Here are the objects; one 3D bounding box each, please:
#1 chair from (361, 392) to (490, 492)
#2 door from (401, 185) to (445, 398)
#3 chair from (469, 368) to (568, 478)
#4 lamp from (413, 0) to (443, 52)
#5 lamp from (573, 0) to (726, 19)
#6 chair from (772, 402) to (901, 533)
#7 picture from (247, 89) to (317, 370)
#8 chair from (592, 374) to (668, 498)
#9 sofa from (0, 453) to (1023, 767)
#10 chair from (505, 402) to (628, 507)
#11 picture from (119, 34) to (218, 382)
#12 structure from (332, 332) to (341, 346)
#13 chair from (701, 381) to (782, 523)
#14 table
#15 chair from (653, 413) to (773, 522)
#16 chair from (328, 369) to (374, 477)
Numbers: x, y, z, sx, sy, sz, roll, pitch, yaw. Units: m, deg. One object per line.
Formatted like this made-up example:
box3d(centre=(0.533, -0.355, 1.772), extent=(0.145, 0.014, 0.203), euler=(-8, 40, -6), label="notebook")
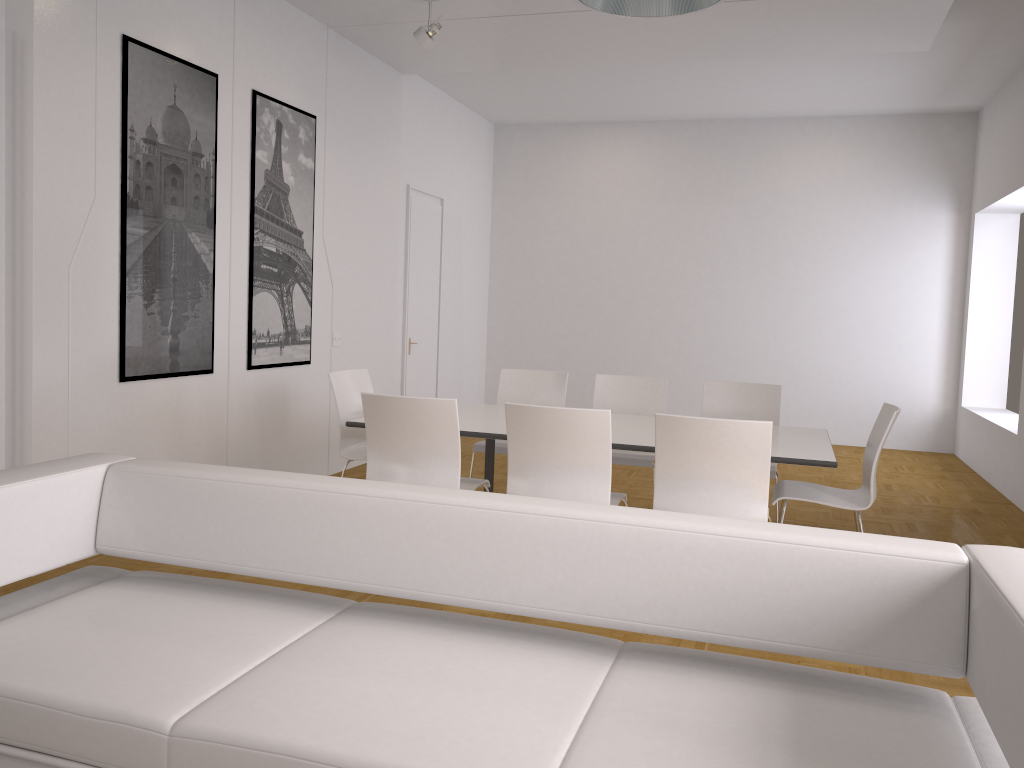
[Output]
box3d(centre=(-0.419, 0.498, 4.302), extent=(0.561, 0.930, 0.576), euler=(3, 4, 17), label="chair")
box3d(centre=(-0.892, -0.672, 8.776), extent=(0.132, 2.450, 0.872), euler=(3, 4, 17), label="door")
box3d(centre=(0.060, 0.389, 5.782), extent=(0.561, 0.930, 0.576), euler=(3, 4, 17), label="chair")
box3d(centre=(-0.550, -2.317, 5.679), extent=(0.167, 0.364, 0.174), euler=(0, 5, -30), label="lamp")
box3d(centre=(0.416, -1.737, 2.482), extent=(0.465, 1.248, 0.465), euler=(3, 4, 17), label="lamp")
box3d(centre=(1.614, 0.561, 4.466), extent=(0.575, 0.930, 0.561), euler=(3, 4, 17), label="chair")
box3d(centre=(-1.547, -1.002, 6.027), extent=(0.016, 1.778, 0.787), euler=(3, 4, 17), label="picture")
box3d(centre=(0.690, 0.430, 5.585), extent=(0.561, 0.930, 0.576), euler=(3, 4, 17), label="chair")
box3d(centre=(-0.190, 0.733, 1.995), extent=(2.623, 0.847, 0.823), euler=(4, 5, 17), label="sofa")
box3d(centre=(0.249, 0.541, 4.094), extent=(0.561, 0.930, 0.576), euler=(3, 4, 17), label="chair")
box3d(centre=(-1.891, -0.922, 4.940), extent=(0.013, 1.778, 0.787), euler=(3, 4, 17), label="picture")
box3d(centre=(-1.348, -0.346, 6.817), extent=(0.013, 0.104, 0.114), euler=(3, 5, 17), label="structure")
box3d(centre=(1.359, 0.473, 5.377), extent=(0.561, 0.930, 0.576), euler=(3, 4, 17), label="chair")
box3d(centre=(0.451, 0.584, 4.852), extent=(2.411, 0.721, 1.212), euler=(4, 5, 17), label="table")
box3d(centre=(0.879, 0.582, 3.897), extent=(0.561, 0.930, 0.576), euler=(3, 4, 17), label="chair")
box3d(centre=(-0.757, 0.400, 5.204), extent=(0.575, 0.930, 0.561), euler=(3, 4, 17), label="chair")
